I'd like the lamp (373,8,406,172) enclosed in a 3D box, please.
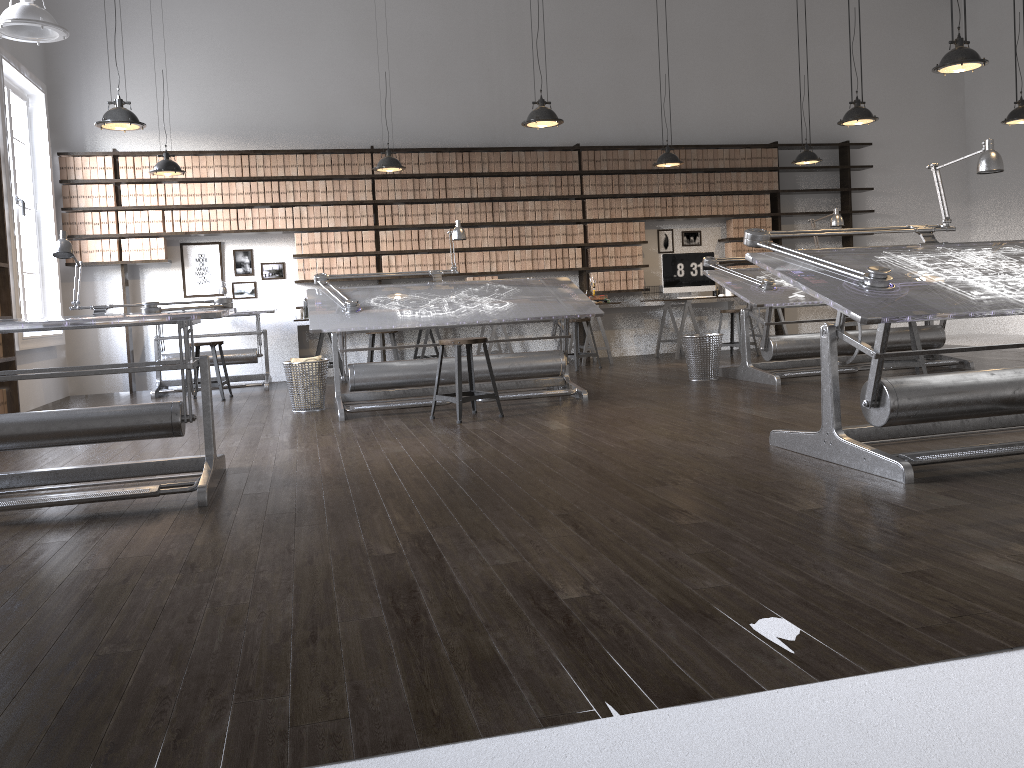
[{"bbox_3d":[-1.198,-3.115,8.194,0.311,2.247,0.313,-5,3,-33],"label":"lamp"}]

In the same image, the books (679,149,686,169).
[{"bbox_3d":[1.968,-2.621,10.382,0.067,0.225,0.175,-4,4,-13],"label":"books"}]

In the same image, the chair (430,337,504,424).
[{"bbox_3d":[-0.305,-0.031,5.758,0.359,0.526,0.372,-5,4,-35],"label":"chair"}]

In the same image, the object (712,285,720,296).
[{"bbox_3d":[2.387,-1.088,10.348,0.097,0.142,0.092,-5,4,-34],"label":"object"}]

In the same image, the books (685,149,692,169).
[{"bbox_3d":[2.040,-2.627,10.405,0.067,0.225,0.175,-4,4,-13],"label":"books"}]

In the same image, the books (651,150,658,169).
[{"bbox_3d":[1.630,-2.596,10.305,0.067,0.225,0.175,-4,4,-13],"label":"books"}]

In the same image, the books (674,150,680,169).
[{"bbox_3d":[1.895,-2.616,10.371,0.067,0.225,0.175,-4,4,-13],"label":"books"}]

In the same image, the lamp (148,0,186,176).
[{"bbox_3d":[-3.089,-2.973,7.744,0.311,2.247,0.313,-5,3,-33],"label":"lamp"}]

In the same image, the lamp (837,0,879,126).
[{"bbox_3d":[2.695,-3.202,6.998,0.310,2.247,0.313,-2,3,11],"label":"lamp"}]

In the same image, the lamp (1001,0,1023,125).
[{"bbox_3d":[4.205,-3.315,7.354,0.311,2.247,0.313,-5,3,-33],"label":"lamp"}]

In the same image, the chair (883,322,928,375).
[{"bbox_3d":[2.833,-0.267,6.505,0.371,0.526,0.359,-2,4,15],"label":"chair"}]

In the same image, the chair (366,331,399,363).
[{"bbox_3d":[-1.270,-0.268,8.738,0.372,0.526,0.359,-3,3,-5],"label":"chair"}]

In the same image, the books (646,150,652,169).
[{"bbox_3d":[1.561,-2.591,10.293,0.067,0.225,0.175,-4,4,-13],"label":"books"}]

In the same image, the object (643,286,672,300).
[{"bbox_3d":[1.665,-1.046,10.164,0.284,0.160,0.204,-5,5,-21],"label":"object"}]

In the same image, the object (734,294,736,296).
[{"bbox_3d":[2.585,-1.094,10.274,0.068,0.154,0.068,-5,4,-37],"label":"object"}]

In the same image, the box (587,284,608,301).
[{"bbox_3d":[0.950,-1.013,9.914,0.212,0.207,0.138,-4,4,-13],"label":"box"}]

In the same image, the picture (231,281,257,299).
[{"bbox_3d":[-2.860,-1.000,9.459,0.251,0.183,0.023,-4,3,-13],"label":"picture"}]

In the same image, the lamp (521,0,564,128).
[{"bbox_3d":[0.164,-3.013,6.402,0.310,2.247,0.313,-3,3,7],"label":"lamp"}]

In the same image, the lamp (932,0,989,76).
[{"bbox_3d":[2.665,-3.034,5.334,0.310,2.260,0.313,-2,3,11],"label":"lamp"}]

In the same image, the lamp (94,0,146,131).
[{"bbox_3d":[-2.619,-2.805,5.746,0.311,2.247,0.313,-5,3,-33],"label":"lamp"}]

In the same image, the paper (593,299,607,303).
[{"bbox_3d":[0.974,-0.912,9.765,0.155,0.038,0.138,-3,5,2],"label":"paper"}]

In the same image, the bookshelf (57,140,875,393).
[{"bbox_3d":[-0.003,-1.088,10.053,9.183,3.200,0.374,-4,3,-13],"label":"bookshelf"}]

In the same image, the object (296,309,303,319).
[{"bbox_3d":[-2.181,-0.719,9.099,0.068,0.104,0.068,-4,3,-9],"label":"object"}]

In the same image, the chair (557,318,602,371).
[{"bbox_3d":[0.664,-0.406,9.122,0.372,0.526,0.358,-6,5,-40],"label":"chair"}]

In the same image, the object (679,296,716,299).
[{"bbox_3d":[2.074,-0.972,9.941,0.439,0.017,0.119,-5,6,-18],"label":"object"}]

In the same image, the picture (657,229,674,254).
[{"bbox_3d":[1.829,-1.701,10.554,0.201,0.284,0.022,-4,3,-14],"label":"picture"}]

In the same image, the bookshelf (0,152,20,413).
[{"bbox_3d":[-3.986,-0.741,5.936,0.413,3.714,2.479,-4,3,-13],"label":"bookshelf"}]

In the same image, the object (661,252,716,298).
[{"bbox_3d":[2.018,-1.243,10.180,0.643,0.517,0.205,-4,3,-13],"label":"object"}]

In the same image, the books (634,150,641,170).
[{"bbox_3d":[1.426,-2.581,10.255,0.067,0.225,0.175,-4,4,-13],"label":"books"}]

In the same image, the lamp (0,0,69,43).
[{"bbox_3d":[-2.149,-2.640,3.787,0.311,2.247,0.313,-5,3,-33],"label":"lamp"}]

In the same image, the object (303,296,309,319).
[{"bbox_3d":[-2.119,-0.786,9.125,0.069,0.229,0.068,-4,3,-16],"label":"object"}]

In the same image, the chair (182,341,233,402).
[{"bbox_3d":[-2.720,-0.111,7.892,0.372,0.526,0.359,-3,3,-5],"label":"chair"}]

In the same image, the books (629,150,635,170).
[{"bbox_3d":[1.356,-2.576,10.240,0.067,0.225,0.175,-4,4,-13],"label":"books"}]

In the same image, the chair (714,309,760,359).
[{"bbox_3d":[2.418,-0.540,9.562,0.359,0.526,0.372,-6,5,-45],"label":"chair"}]

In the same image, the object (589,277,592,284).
[{"bbox_3d":[0.897,-1.097,9.913,0.055,0.213,0.007,-3,3,-7],"label":"object"}]

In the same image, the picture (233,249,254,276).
[{"bbox_3d":[-2.866,-1.293,9.450,0.201,0.284,0.022,-4,3,-14],"label":"picture"}]

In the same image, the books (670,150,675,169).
[{"bbox_3d":[1.832,-2.611,10.353,0.067,0.225,0.175,-4,4,-13],"label":"books"}]

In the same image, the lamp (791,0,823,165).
[{"bbox_3d":[3.018,-3.430,9.187,0.310,2.247,0.313,-2,3,11],"label":"lamp"}]

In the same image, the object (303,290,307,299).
[{"bbox_3d":[-2.158,-0.916,9.414,0.107,0.176,0.108,-4,3,-11],"label":"object"}]

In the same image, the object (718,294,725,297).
[{"bbox_3d":[2.373,-1.004,10.026,0.059,0.028,0.106,-4,6,-16],"label":"object"}]

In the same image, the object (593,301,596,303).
[{"bbox_3d":[0.851,-0.905,9.714,0.197,0.050,0.132,-8,7,-42],"label":"object"}]

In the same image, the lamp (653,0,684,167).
[{"bbox_3d":[1.508,-3.317,8.832,0.310,2.247,0.313,-2,3,11],"label":"lamp"}]

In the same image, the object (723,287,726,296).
[{"bbox_3d":[2.512,-1.094,10.324,0.097,0.143,0.096,-3,3,4],"label":"object"}]

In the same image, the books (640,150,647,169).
[{"bbox_3d":[1.494,-2.586,10.275,0.067,0.225,0.175,-4,4,-13],"label":"books"}]

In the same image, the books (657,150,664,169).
[{"bbox_3d":[1.701,-2.601,10.318,0.067,0.225,0.175,-4,4,-13],"label":"books"}]

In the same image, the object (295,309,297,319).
[{"bbox_3d":[-2.208,-0.724,9.172,0.070,0.103,0.069,-4,4,-18],"label":"object"}]

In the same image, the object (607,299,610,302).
[{"bbox_3d":[1.068,-0.926,9.851,0.049,0.037,0.049,-4,4,-10],"label":"object"}]

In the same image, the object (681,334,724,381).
[{"bbox_3d":[1.599,-0.223,7.418,0.353,0.377,0.354,-2,4,8],"label":"object"}]

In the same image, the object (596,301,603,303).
[{"bbox_3d":[0.960,-0.901,9.730,0.011,0.017,0.172,0,6,45],"label":"object"}]

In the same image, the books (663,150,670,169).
[{"bbox_3d":[1.771,-2.606,10.335,0.067,0.225,0.175,-4,4,-13],"label":"books"}]

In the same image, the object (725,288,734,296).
[{"bbox_3d":[2.509,-1.084,10.216,0.094,0.144,0.095,-2,4,13],"label":"object"}]

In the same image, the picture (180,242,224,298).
[{"bbox_3d":[-3.266,-1.205,9.346,0.415,0.573,0.040,-4,3,-13],"label":"picture"}]

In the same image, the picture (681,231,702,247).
[{"bbox_3d":[2.153,-1.745,10.628,0.251,0.183,0.023,-4,3,-13],"label":"picture"}]

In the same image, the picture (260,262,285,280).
[{"bbox_3d":[-2.570,-1.214,9.521,0.251,0.183,0.023,-4,3,-13],"label":"picture"}]
